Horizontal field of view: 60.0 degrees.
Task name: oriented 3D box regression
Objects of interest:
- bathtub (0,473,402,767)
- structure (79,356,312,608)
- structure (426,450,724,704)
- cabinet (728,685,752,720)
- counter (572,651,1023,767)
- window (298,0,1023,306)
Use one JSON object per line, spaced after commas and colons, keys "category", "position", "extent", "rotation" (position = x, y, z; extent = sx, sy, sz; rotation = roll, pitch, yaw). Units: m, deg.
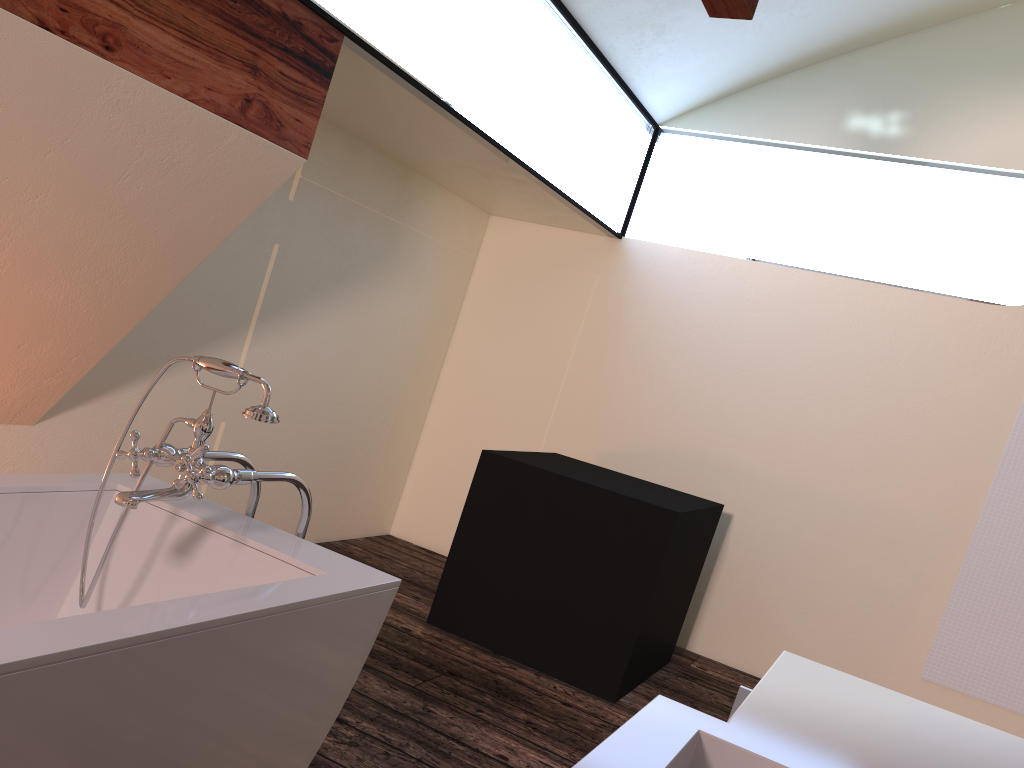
{"category": "bathtub", "position": [-1.143, 0.579, 1.064], "extent": [0.795, 0.695, 2.222], "rotation": [18, 2, 26]}
{"category": "structure", "position": [-0.664, 0.499, 1.903], "extent": [0.381, 1.123, 0.556], "rotation": [19, 5, 40]}
{"category": "structure", "position": [0.300, 0.869, 3.874], "extent": [0.865, 0.863, 0.802], "rotation": [18, 3, 25]}
{"category": "cabinet", "position": [0.024, 0.849, 0.432], "extent": [0.384, 0.925, 1.861], "rotation": [18, 3, 26]}
{"category": "counter", "position": [0.091, 0.528, 0.422], "extent": [0.440, 0.297, 1.860], "rotation": [17, 2, 26]}
{"category": "window", "position": [0.800, -1.068, 2.688], "extent": [2.097, 0.678, 3.527], "rotation": [17, 2, 26]}
